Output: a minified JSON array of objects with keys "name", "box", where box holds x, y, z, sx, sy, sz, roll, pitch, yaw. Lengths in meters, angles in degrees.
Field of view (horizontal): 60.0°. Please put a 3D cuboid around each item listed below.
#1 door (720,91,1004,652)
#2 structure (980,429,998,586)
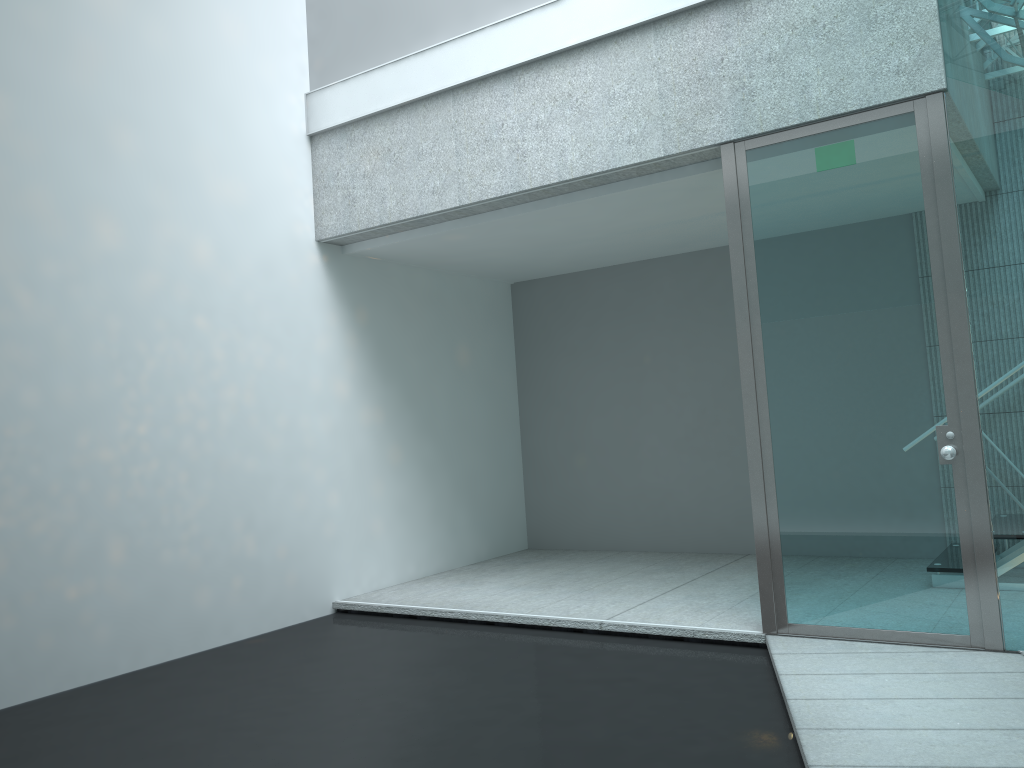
[{"name":"door","box":[1.307,-0.047,3.449,0.863,2.070,0.076,-7,-6,33]},{"name":"structure","box":[3.075,-2.142,3.531,3.289,6.025,1.908,-7,-5,34]}]
